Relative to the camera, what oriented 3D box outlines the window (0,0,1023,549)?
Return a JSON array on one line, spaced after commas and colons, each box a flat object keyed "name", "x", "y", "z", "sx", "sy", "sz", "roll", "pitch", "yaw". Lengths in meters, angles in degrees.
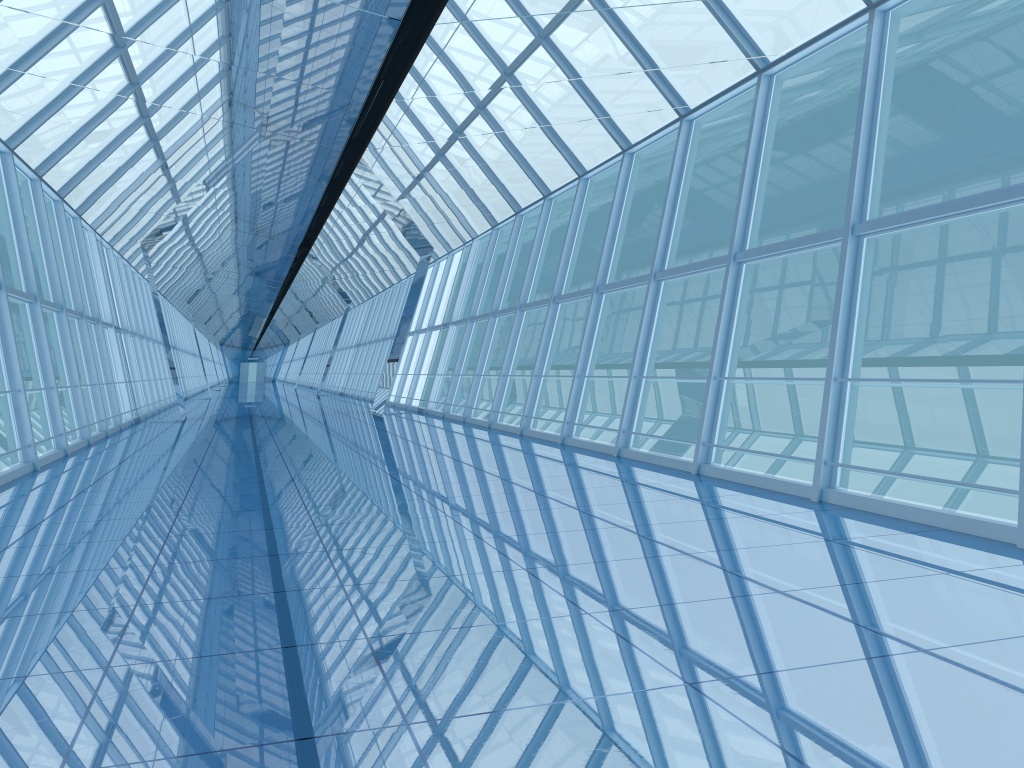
[{"name": "window", "x": -13.963, "y": -1.911, "z": 47.714, "sx": 9.906, "sy": 4.888, "sz": 106.811, "roll": -1, "pitch": 1, "yaw": -18}]
